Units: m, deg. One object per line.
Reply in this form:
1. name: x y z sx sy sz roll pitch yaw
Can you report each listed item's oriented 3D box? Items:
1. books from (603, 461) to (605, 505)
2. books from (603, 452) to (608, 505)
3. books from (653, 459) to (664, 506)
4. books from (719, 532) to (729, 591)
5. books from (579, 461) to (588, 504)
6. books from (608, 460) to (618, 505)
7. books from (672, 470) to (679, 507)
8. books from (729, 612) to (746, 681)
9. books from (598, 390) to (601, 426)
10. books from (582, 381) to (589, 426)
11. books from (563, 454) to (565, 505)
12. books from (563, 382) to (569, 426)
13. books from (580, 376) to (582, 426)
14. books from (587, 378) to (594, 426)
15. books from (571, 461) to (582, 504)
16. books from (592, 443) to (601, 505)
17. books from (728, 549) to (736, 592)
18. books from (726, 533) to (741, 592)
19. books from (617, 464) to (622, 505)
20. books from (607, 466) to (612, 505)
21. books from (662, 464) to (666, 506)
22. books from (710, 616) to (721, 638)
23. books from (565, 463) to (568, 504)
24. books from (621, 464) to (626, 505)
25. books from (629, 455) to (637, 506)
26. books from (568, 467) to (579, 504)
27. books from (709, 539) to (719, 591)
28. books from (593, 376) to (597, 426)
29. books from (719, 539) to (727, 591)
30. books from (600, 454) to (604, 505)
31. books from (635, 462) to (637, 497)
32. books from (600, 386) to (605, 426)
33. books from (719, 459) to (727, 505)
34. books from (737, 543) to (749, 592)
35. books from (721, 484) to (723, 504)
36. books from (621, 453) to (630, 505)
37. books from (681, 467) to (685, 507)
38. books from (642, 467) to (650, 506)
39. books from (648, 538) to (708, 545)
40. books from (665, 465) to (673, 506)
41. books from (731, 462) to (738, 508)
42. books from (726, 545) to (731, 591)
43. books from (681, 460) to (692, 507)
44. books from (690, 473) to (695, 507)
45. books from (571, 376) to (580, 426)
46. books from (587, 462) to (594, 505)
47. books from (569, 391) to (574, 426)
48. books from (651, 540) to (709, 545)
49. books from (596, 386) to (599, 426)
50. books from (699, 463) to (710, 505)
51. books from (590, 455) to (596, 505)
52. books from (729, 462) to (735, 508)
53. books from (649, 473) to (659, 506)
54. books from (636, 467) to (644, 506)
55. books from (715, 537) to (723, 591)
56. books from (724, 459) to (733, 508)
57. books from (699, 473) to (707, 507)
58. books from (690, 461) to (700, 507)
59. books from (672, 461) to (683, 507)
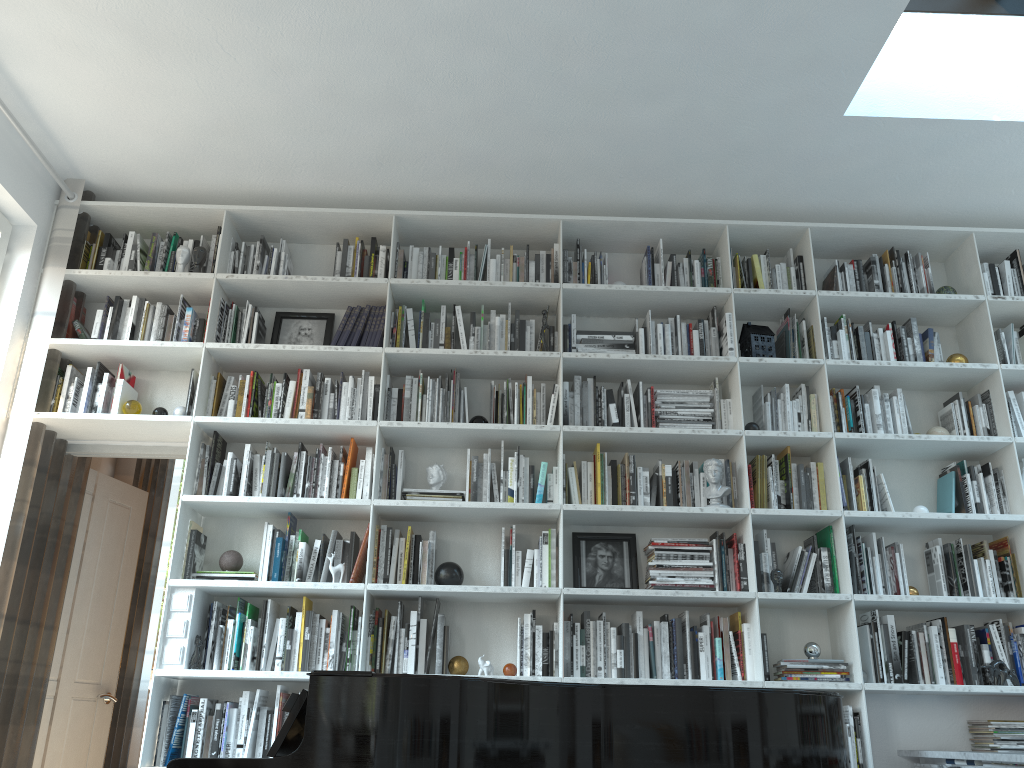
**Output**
1. books: 0.423 0.504 4.186 0.010 0.243 0.150 1 -21 -1
2. books: 0.434 0.481 4.176 0.010 0.279 0.171 1 -21 -1
3. books: 0.691 0.503 4.188 0.014 0.257 0.162 1 -21 -1
4. books: 0.964 0.840 4.072 0.011 0.287 0.152 1 -21 -1
5. books: 0.337 0.502 4.190 0.026 0.247 0.139 1 -21 -1
6. books: 0.476 0.503 4.200 0.028 0.258 0.135 1 -21 -1
7. books: 0.751 0.527 4.167 0.029 0.199 0.179 1 -21 -1
8. books: 1.003 1.176 3.946 0.011 0.299 0.150 1 -21 -1
9. books: 0.418 0.165 4.310 0.014 0.232 0.147 1 -21 -1
10. books: 0.349 0.143 4.303 0.025 0.265 0.186 1 -21 -1
11. books: 0.241 0.486 4.199 0.010 0.280 0.141 1 -21 -1
12. books: 0.256 0.144 4.310 0.026 0.266 0.171 1 -21 -1
13. books: 0.329 0.130 4.335 0.014 0.311 0.134 1 -21 -1
14. books: 0.375 0.137 4.325 0.029 0.294 0.151 1 -21 -1
15. books: 0.303 0.501 4.180 0.042 0.241 0.163 1 -21 -1
16. books: 0.398 0.458 4.169 0.014 0.316 0.188 1 -21 -1
17. books: 0.992 0.875 4.065 0.021 0.216 0.132 1 -21 -1
18. books: 1.008 0.840 4.060 0.011 0.278 0.186 1 -21 -1
19. books: 0.496 0.511 4.176 0.012 0.227 0.170 1 -21 -1
20. books: 0.450 0.514 4.188 0.024 0.227 0.148 1 -21 -1
21. books: 0.703 0.513 4.181 0.010 0.233 0.175 1 -21 -1
22. books: 0.912 1.185 3.950 0.010 0.283 0.132 1 -21 -1
23. books: 0.252 0.508 4.190 0.011 0.234 0.142 1 -21 -1
24. books: 0.515 0.510 4.185 0.025 0.235 0.137 1 -21 -1
25. books: 0.555 0.488 4.171 0.028 0.266 0.190 1 -21 -1
26. books: 0.284 0.512 4.162 0.053 0.208 0.157 1 -21 -1
27. books: 0.917 0.852 4.058 0.012 0.253 0.161 1 -21 -1
28. books: 0.395 0.132 4.319 0.011 0.299 0.180 1 -21 -1
29. books: 0.952 0.855 4.067 0.013 0.255 0.163 1 -21 -1
30. books: 0.412 0.482 4.159 0.015 0.265 0.190 1 -21 -1
31. books: 0.574 0.507 4.194 0.011 0.250 0.131 1 -21 -1
32. books: 0.432 0.156 4.310 0.014 0.249 0.173 1 -21 -1
33. books: 0.991 0.506 4.209 0.025 0.278 0.108 1 -21 -1
34. books: 1.031 0.860 4.042 0.034 0.228 0.200 1 -21 -1
35. books: 0.966 0.510 4.195 0.025 0.258 0.131 1 -21 -1
36. books: 0.535 0.486 4.187 0.013 0.282 0.177 1 -21 -1
37. books: 0.789 0.524 4.197 0.025 0.229 0.143 1 -21 -1
38. books: 0.619 0.520 4.177 0.030 0.214 0.169 1 -21 -1
39. books: 0.764 0.736 4.099 0.254 0.012 0.161 0 -22 3
40. books: 0.722 0.514 4.169 0.029 0.223 0.186 1 -21 -1
41. books: 1.042 0.515 4.210 0.023 0.263 0.107 1 -21 -1
42. books: 0.975 0.868 4.069 0.013 0.231 0.135 1 -21 -1
43. books: 0.815 0.504 4.185 0.025 0.257 0.151 1 -21 -1
44. books: 0.837 0.535 4.192 0.022 0.206 0.114 1 -21 -1
45. books: 0.309 0.130 4.314 0.026 0.296 0.180 1 -21 -1
46. books: 0.364 0.505 4.183 0.029 0.239 0.156 1 -21 -1
47. books: 0.282 0.168 4.318 0.027 0.227 0.148 1 -21 -1
48. books: 0.763 0.748 4.097 0.254 0.012 0.161 3 -22 -4
49. books: 0.406 0.156 4.313 0.011 0.251 0.153 1 -21 -1
50. books: 0.913 0.510 4.203 0.014 0.262 0.135 1 -21 -1
51. books: 0.384 0.489 4.203 0.010 0.282 0.137 1 -21 -1
52. books: 1.024 0.513 4.202 0.014 0.260 0.137 1 -21 -1
53. books: 0.658 0.533 4.186 0.050 0.198 0.146 1 -21 -1
54. books: 0.591 0.518 4.176 0.024 0.215 0.176 1 -21 -1
55. books: 0.929 0.848 4.057 0.011 0.259 0.185 1 -21 -1
56. books: 1.010 0.506 4.191 0.014 0.265 0.154 1 -21 -1
57. books: 0.889 0.535 4.184 0.035 0.200 0.150 1 -21 -1
58. books: 0.860 0.509 4.196 0.024 0.258 0.127 1 -21 -1
59. books: 0.772 0.503 4.166 0.012 0.244 0.186 1 -21 -1
